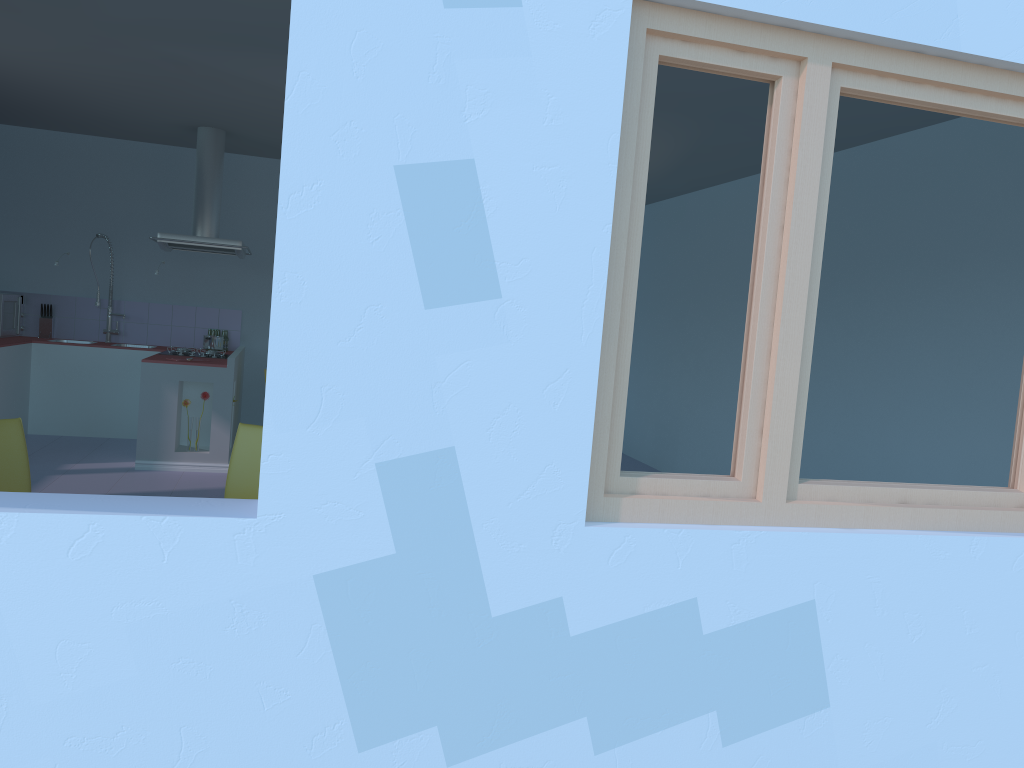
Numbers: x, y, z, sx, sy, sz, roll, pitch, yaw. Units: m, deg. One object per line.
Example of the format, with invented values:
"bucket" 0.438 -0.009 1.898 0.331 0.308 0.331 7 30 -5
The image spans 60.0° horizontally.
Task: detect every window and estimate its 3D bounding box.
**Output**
"window" 0.907 -0.248 2.402 1.475 1.263 0.142 4 4 -15

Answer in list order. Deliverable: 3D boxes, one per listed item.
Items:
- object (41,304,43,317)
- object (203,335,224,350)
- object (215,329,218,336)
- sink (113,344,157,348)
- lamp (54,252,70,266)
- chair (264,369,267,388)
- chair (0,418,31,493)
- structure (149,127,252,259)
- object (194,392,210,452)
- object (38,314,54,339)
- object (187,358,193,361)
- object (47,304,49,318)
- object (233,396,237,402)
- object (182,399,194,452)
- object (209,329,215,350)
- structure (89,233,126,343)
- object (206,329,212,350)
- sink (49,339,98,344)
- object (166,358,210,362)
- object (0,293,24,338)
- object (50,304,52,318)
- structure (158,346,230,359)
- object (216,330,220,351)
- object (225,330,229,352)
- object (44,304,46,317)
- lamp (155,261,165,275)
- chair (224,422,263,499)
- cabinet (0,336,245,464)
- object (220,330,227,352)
"object" -3.994 -0.551 7.527 0.019 0.265 0.037 3 4 -24
"object" -2.410 -0.334 7.154 0.157 0.106 0.170 3 4 -32
"object" -2.613 -0.389 7.825 0.052 0.190 0.052 8 5 40
"sink" -3.196 -0.236 7.495 0.326 0.172 0.428 4 4 -15
"lamp" -3.757 -1.048 7.408 0.037 0.134 0.400 4 4 -15
"chair" -1.642 0.254 6.789 0.484 0.695 0.387 8 5 38
"chair" -1.670 0.495 2.991 0.484 0.699 0.387 6 4 21
"structure" -2.369 -1.492 6.900 0.695 0.962 0.895 4 4 -15
"object" -2.155 0.262 6.144 0.090 0.427 0.054 6 4 17
"object" -3.961 -0.490 7.535 0.100 0.200 0.109 4 4 -15
"object" -2.298 -0.180 6.316 0.041 0.009 0.375 4 4 -18
"object" -3.950 -0.548 7.539 0.019 0.265 0.038 4 4 -6
"object" -2.059 0.257 6.374 0.067 0.423 0.229 6 4 16
"object" -2.249 0.285 6.136 0.085 0.365 0.050 4 4 -17
"object" -2.605 -0.382 7.717 0.052 0.190 0.052 8 5 40
"structure" -3.420 -0.805 7.524 0.308 0.920 0.178 4 4 -17
"object" -2.650 -0.388 7.764 0.052 0.190 0.052 8 5 40
"sink" -3.653 -0.267 7.372 0.326 0.172 0.428 4 4 -15
"object" -2.286 -0.169 6.261 0.151 0.006 0.269 8 5 37
"object" -4.238 -0.568 7.199 0.367 0.350 0.611 4 4 -15
"object" -3.927 -0.546 7.545 0.019 0.265 0.037 4 4 -6
"structure" -2.481 -0.252 6.979 0.500 0.047 0.600 4 4 -15
"object" -2.577 -0.381 7.777 0.052 0.187 0.052 5 4 4
"object" -2.525 -0.380 7.820 0.052 0.187 0.052 5 4 4
"object" -3.973 -0.549 7.533 0.019 0.265 0.038 4 4 -6
"lamp" -3.019 -0.999 7.607 0.037 0.134 0.400 4 4 -15
"chair" -1.022 0.526 3.345 0.387 0.695 0.484 6 4 16
"cabinet" -3.237 0.075 6.739 2.200 0.800 2.139 4 4 -15
"object" -2.524 -0.375 7.751 0.052 0.187 0.052 5 4 4
